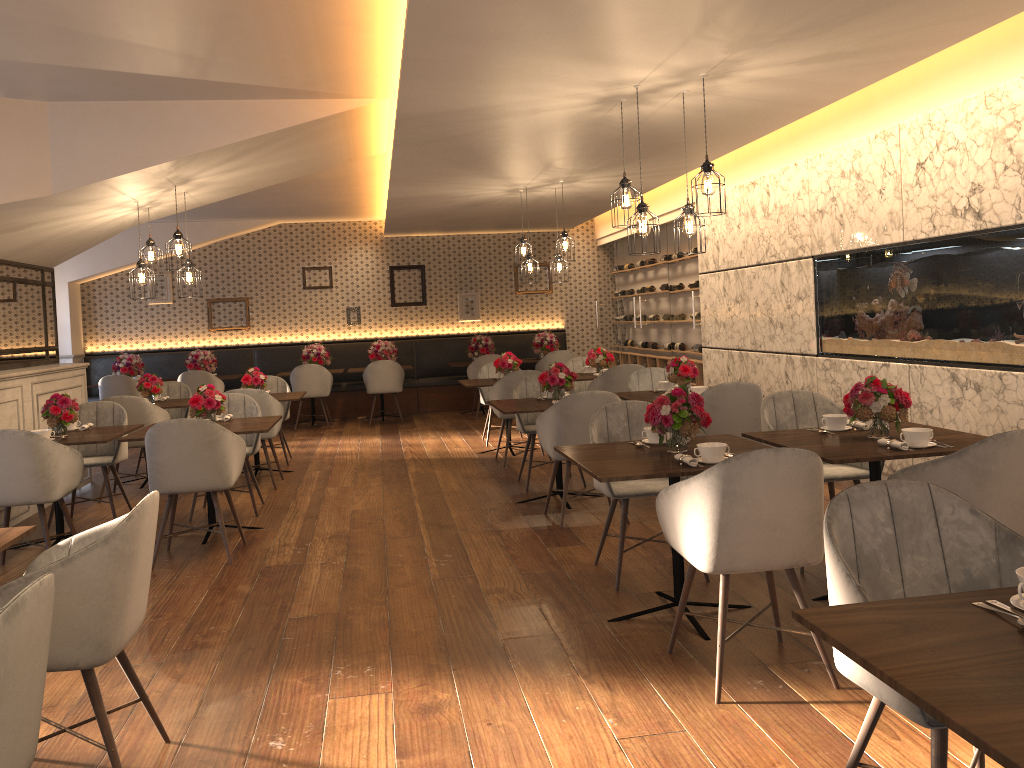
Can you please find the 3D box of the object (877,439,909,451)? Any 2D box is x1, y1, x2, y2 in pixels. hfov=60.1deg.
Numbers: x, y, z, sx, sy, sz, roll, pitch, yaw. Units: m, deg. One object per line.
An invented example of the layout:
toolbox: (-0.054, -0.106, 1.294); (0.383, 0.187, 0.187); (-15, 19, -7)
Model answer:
object: (1.618, 0.255, 3.762); (0.056, 0.039, 0.176); (-3, 4, -9)

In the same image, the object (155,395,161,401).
object: (-3.415, 0.128, 8.407); (0.148, 0.072, 0.148); (-6, 5, -41)

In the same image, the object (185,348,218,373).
object: (-4.237, -0.287, 12.077); (0.420, 0.425, 0.406); (-4, 3, -20)

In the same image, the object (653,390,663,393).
object: (1.136, 0.058, 6.881); (0.022, 0.004, 0.211); (-3, 4, -9)

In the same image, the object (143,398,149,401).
object: (-3.286, 0.167, 7.811); (0.148, 0.072, 0.148); (-6, 5, -41)

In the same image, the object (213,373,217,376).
object: (-4.192, -0.127, 12.472); (0.056, 0.039, 0.176); (-3, 4, -9)

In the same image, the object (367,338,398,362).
object: (-1.813, -0.433, 12.441); (0.420, 0.425, 0.406); (-3, 3, -6)

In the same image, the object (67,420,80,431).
object: (-3.060, 0.285, 6.113); (0.148, 0.072, 0.148); (-6, 5, -41)

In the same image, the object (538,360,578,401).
object: (0.341, -0.024, 6.506); (0.305, 0.301, 0.234); (-4, 3, -31)

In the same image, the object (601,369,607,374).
object: (0.956, -0.111, 8.773); (0.148, 0.072, 0.148); (-5, 4, -31)

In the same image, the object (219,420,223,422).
object: (-2.046, 0.249, 6.260); (0.025, 0.024, 0.193); (-3, 4, -9)

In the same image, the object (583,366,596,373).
object: (0.827, -0.150, 9.369); (0.148, 0.072, 0.148); (-5, 4, -31)

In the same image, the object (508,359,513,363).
object: (-0.031, -0.226, 8.880); (0.077, 0.052, 0.046); (0, 4, 43)

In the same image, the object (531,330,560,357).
object: (0.487, -0.573, 12.820); (0.405, 0.425, 0.421); (-1, 3, 35)

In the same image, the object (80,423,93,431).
object: (-2.946, 0.295, 6.131); (0.056, 0.039, 0.176); (-3, 4, -9)

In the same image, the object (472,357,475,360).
object: (-0.506, -0.365, 13.041); (0.148, 0.072, 0.148); (0, 5, 39)

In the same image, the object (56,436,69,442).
object: (-2.828, 0.345, 5.553); (0.043, 0.015, 0.197); (-3, 4, -5)

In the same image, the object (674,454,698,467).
object: (0.711, 0.309, 3.622); (0.056, 0.039, 0.176); (-3, 4, -9)

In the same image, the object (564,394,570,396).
object: (0.429, 0.111, 6.183); (0.148, 0.072, 0.148); (-5, 4, -31)

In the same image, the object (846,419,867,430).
object: (1.714, 0.202, 4.393); (0.056, 0.039, 0.176); (-3, 4, -9)

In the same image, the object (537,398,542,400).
object: (0.193, 0.109, 6.743); (0.043, 0.015, 0.197); (-4, 4, -12)

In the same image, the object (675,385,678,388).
object: (1.320, 0.028, 6.937); (0.056, 0.039, 0.176); (-3, 4, -9)

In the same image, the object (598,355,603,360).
object: (0.887, -0.271, 8.990); (0.048, 0.052, 0.076); (-4, 4, -29)

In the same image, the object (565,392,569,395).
object: (0.413, 0.082, 6.797); (0.056, 0.039, 0.176); (-3, 4, -9)

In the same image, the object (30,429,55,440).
object: (-2.931, 0.324, 5.517); (0.148, 0.072, 0.148); (-6, 5, -41)

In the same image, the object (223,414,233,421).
object: (-2.014, 0.239, 6.275); (0.056, 0.039, 0.176); (-3, 4, -9)

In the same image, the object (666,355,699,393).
object: (1.286, -0.079, 6.622); (0.234, 0.301, 0.306); (-3, 3, -7)

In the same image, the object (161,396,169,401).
object: (-3.302, 0.138, 8.425); (0.056, 0.039, 0.176); (-3, 4, -9)

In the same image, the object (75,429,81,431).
object: (-2.979, 0.305, 6.116); (0.025, 0.024, 0.193); (-3, 4, -9)

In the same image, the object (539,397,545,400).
object: (0.229, 0.113, 6.741); (0.022, 0.004, 0.211); (-3, 4, -9)

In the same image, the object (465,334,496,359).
object: (-0.439, -0.517, 12.666); (0.405, 0.425, 0.421); (-1, 3, 33)

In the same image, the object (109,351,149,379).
object: (-5.174, -0.231, 11.938); (0.405, 0.425, 0.421); (-1, 3, 33)

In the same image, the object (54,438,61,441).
object: (-2.856, 0.352, 5.555); (0.022, 0.004, 0.211); (-3, 4, -9)

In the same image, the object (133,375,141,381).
object: (-5.221, -0.082, 12.313); (0.148, 0.072, 0.148); (0, 5, 39)

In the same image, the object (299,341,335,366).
object: (-2.748, -0.383, 12.398); (0.405, 0.425, 0.421); (-1, 3, 35)

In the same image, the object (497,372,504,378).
object: (-0.080, -0.096, 9.228); (0.148, 0.072, 0.148); (-5, 4, -31)

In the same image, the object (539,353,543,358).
object: (0.482, -0.425, 13.194); (0.148, 0.072, 0.148); (0, 4, 34)

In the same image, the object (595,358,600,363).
object: (0.864, -0.240, 8.999); (0.049, 0.052, 0.078); (-3, 3, 1)

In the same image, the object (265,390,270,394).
object: (-2.369, 0.082, 8.569); (0.056, 0.039, 0.176); (-3, 4, -9)

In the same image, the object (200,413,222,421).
object: (-2.127, 0.229, 6.257); (0.148, 0.072, 0.148); (-6, 5, -41)

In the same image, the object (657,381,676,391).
object: (1.207, 0.017, 6.919); (0.148, 0.072, 0.148); (-5, 4, -31)

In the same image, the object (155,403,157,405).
object: (-3.184, 0.188, 7.846); (0.043, 0.015, 0.197); (-3, 4, -5)

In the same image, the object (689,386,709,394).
object: (1.336, 0.057, 6.323); (0.148, 0.072, 0.148); (-5, 4, -31)

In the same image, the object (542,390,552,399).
object: (0.300, 0.072, 6.779); (0.148, 0.072, 0.148); (-5, 4, -31)

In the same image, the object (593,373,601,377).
object: (0.844, -0.088, 8.755); (0.056, 0.039, 0.176); (-3, 4, -9)

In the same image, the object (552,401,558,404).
object: (0.317, 0.135, 6.165); (0.056, 0.039, 0.176); (-3, 4, -9)

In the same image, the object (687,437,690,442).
object: (0.807, 0.256, 4.253); (0.056, 0.039, 0.176); (-3, 4, -9)
